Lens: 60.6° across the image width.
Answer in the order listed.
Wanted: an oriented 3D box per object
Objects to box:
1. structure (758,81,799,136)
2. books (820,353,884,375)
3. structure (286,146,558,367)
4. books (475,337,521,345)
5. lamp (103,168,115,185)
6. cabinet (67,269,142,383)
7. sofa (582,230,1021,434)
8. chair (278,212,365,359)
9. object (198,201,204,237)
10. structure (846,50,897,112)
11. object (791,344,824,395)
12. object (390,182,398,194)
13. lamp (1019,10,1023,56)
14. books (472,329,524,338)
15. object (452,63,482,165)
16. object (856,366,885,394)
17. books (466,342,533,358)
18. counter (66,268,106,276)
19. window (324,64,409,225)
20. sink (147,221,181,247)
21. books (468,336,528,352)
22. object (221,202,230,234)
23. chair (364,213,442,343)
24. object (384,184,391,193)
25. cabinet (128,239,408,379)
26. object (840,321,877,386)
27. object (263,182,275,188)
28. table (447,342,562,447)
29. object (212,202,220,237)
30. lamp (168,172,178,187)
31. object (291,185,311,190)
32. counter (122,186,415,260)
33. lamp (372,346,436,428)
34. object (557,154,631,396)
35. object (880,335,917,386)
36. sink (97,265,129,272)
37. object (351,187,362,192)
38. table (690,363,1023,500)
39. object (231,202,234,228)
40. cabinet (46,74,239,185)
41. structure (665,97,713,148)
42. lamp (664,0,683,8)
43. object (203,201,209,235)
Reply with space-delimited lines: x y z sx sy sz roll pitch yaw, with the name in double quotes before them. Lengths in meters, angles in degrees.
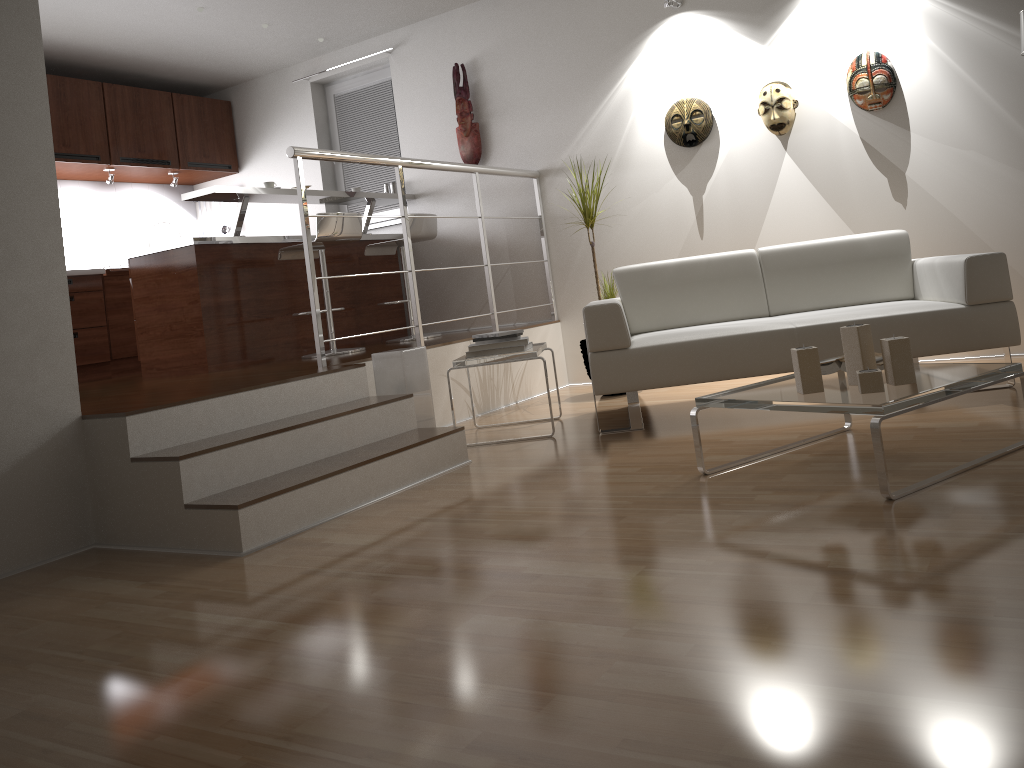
"structure" 1.554 -1.631 5.167 0.240 0.331 0.130 -8 -2 33
"books" 1.189 -0.075 3.056 0.206 0.056 0.289 -12 7 -43
"structure" -0.373 -0.780 5.089 0.056 1.052 2.349 -10 3 32
"books" -0.065 -0.214 4.234 0.216 0.014 0.152 -7 6 1
"lamp" -3.102 -1.598 6.752 0.080 0.125 0.079 -7 -1 -18
"cabinet" -3.397 -0.372 6.271 0.674 0.799 3.543 -7 5 32
"sofa" 1.252 -0.288 4.143 1.777 0.743 0.909 -7 2 7
"chair" -1.138 -0.607 5.392 0.421 0.852 0.391 -9 -2 36
"object" -2.802 -1.471 7.864 0.064 0.384 0.033 -9 -4 32
"structure" 2.011 -1.708 4.919 0.262 0.356 0.075 -8 -2 32
"object" 0.913 -0.050 2.711 0.067 0.151 0.067 -8 -2 2
"object" -0.899 -1.480 6.670 0.052 0.112 0.052 -8 -2 16
"lamp" 2.612 -0.918 3.968 0.210 1.680 0.359 -5 -4 -38
"books" -0.069 -0.242 4.235 0.153 0.014 0.215 -12 7 -38
"object" -0.335 -1.936 6.348 0.152 0.794 0.149 -7 -3 -13
"object" 1.049 -0.015 2.568 0.067 0.074 0.067 -7 1 17
"books" -0.059 -0.166 4.231 0.286 0.027 0.228 -6 6 11
"counter" -3.814 -0.642 5.696 0.674 0.040 2.126 -4 7 32
"window" -1.143 -1.902 7.090 0.835 1.274 0.142 -8 -3 32
"sink" -2.765 -1.105 7.468 0.594 0.581 0.678 -7 2 32
"books" -0.062 -0.193 4.232 0.287 0.027 0.228 -7 6 1
"object" -2.536 -1.501 7.731 0.090 0.367 0.043 -9 -3 31
"chair" -0.722 -0.732 6.070 0.422 0.852 0.389 -8 -2 28
"object" -0.952 -1.474 6.695 0.052 0.110 0.052 -8 -2 16
"cabinet" -1.586 -0.564 6.032 0.627 0.751 1.868 -7 4 32
"object" 1.084 -0.098 2.734 0.067 0.197 0.066 -6 -3 -33
"object" -1.526 -1.249 5.524 0.079 0.046 0.067 -8 3 -14
"table" -0.024 0.037 4.313 0.463 0.401 0.553 -7 3 7
"object" -2.641 -1.485 7.772 0.105 0.380 0.020 -9 -4 32
"lamp" -2.798 -1.689 7.246 0.080 0.125 0.079 -7 -1 -18
"object" -1.403 -1.306 5.898 0.128 0.042 0.141 -4 6 33
"counter" -1.538 -1.120 6.119 0.831 0.319 2.126 -5 6 32
"lamp" -0.508 0.075 4.184 0.197 0.483 0.193 -9 -2 32
"object" 0.504 -0.673 5.281 0.506 1.482 0.434 -5 -3 -45
"object" 1.164 -0.076 2.644 0.067 0.152 0.067 -8 -2 2
"sink" -3.083 -0.813 6.898 0.595 0.200 0.607 -5 6 32
"object" -1.110 -1.382 6.276 0.080 0.046 0.067 -9 3 -21
"table" 1.116 0.114 2.817 0.803 0.250 0.695 -11 6 -33
"object" -2.443 -1.496 7.647 0.071 0.384 0.024 -9 -4 32
"cabinet" -3.403 -1.935 6.698 0.644 0.636 2.749 -7 5 32
"structure" 1.096 -1.639 5.478 0.314 0.318 0.069 -7 -2 32
"lamp" 0.997 -2.390 5.462 0.079 0.108 0.193 -8 3 32
"object" -2.738 -1.479 7.840 0.033 0.379 0.008 -9 -4 32
